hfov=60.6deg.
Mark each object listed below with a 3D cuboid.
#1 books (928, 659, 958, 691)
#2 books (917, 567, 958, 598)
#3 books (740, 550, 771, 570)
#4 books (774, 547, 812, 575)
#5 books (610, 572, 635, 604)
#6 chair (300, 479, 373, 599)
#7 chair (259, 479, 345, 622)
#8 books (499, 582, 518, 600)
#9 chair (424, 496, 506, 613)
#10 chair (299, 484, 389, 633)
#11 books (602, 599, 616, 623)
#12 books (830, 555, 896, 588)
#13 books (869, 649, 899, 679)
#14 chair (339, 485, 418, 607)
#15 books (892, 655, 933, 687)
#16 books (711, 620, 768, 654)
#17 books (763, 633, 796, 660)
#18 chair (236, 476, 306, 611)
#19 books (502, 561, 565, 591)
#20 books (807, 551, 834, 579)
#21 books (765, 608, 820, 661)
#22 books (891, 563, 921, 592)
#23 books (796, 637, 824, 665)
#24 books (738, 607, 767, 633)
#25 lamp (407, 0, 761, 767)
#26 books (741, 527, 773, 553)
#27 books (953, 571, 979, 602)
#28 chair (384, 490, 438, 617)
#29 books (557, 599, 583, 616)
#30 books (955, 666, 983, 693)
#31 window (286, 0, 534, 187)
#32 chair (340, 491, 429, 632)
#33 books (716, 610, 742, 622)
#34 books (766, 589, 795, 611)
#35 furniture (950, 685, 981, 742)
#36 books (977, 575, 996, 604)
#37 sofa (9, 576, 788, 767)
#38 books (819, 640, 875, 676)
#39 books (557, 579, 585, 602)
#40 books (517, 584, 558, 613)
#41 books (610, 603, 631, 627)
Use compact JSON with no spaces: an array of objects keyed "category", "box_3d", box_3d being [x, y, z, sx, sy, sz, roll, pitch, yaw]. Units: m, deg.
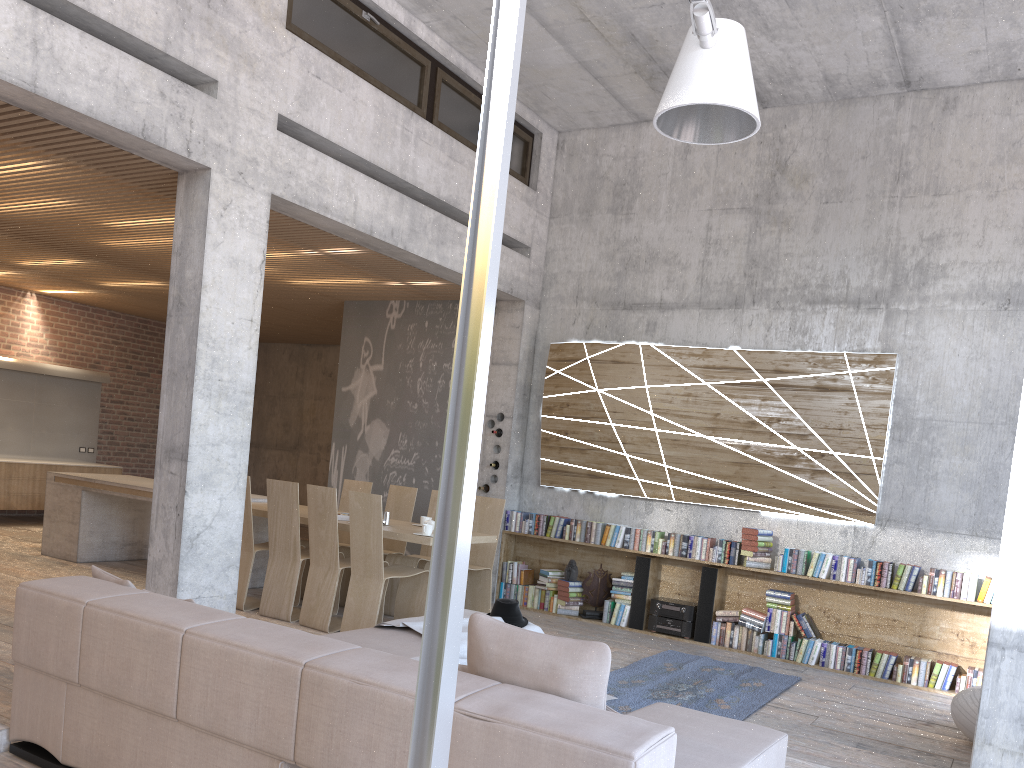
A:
[{"category":"books","box_3d":[3.646,2.465,7.418,0.198,0.229,0.190,6,0,31]},{"category":"books","box_3d":[3.594,1.671,7.402,0.276,0.221,0.210,5,-1,29]},{"category":"books","box_3d":[2.267,1.628,8.144,0.285,0.150,0.221,7,-2,-12]},{"category":"books","box_3d":[2.560,1.611,7.997,0.276,0.221,0.210,5,-1,29]},{"category":"books","box_3d":[1.152,2.062,8.878,0.249,0.324,0.219,6,1,33]},{"category":"chair","box_3d":[-1.796,1.550,8.767,0.347,1.199,0.724,7,2,25]},{"category":"chair","box_3d":[-1.827,1.455,7.729,0.346,1.199,0.724,7,2,28]},{"category":"books","box_3d":[-0.032,2.267,9.541,0.271,0.221,0.206,5,-1,31]},{"category":"chair","box_3d":[-0.452,1.630,8.077,0.346,1.199,0.725,8,2,31]},{"category":"chair","box_3d":[-1.404,1.475,7.458,0.346,1.200,0.725,8,2,36]},{"category":"books","box_3d":[1.002,2.320,8.953,0.074,0.221,0.206,8,0,31]},{"category":"books","box_3d":[3.077,1.644,7.704,0.486,0.221,0.216,4,-2,31]},{"category":"books","box_3d":[3.231,2.441,7.628,0.198,0.229,0.190,6,0,31]},{"category":"chair","box_3d":[-1.333,1.581,8.562,0.346,1.199,0.725,8,2,31]},{"category":"books","box_3d":[3.424,2.451,7.502,0.276,0.221,0.210,5,-1,29]},{"category":"books","box_3d":[2.152,2.375,8.276,0.491,0.238,0.243,4,-2,31]},{"category":"books","box_3d":[2.459,2.395,8.057,0.225,0.221,0.216,5,-1,31]},{"category":"chair","box_3d":[-2.256,1.433,7.991,0.346,1.200,0.725,8,2,36]},{"category":"books","box_3d":[0.242,2.062,9.407,0.711,0.263,0.302,3,-3,36]},{"category":"books","box_3d":[2.772,1.621,7.859,0.198,0.229,0.190,6,0,31]},{"category":"books","box_3d":[2.557,2.295,8.012,0.448,0.450,0.215,5,1,31]},{"category":"books","box_3d":[3.388,1.660,7.535,0.198,0.229,0.190,6,0,31]},{"category":"books","box_3d":[2.691,2.406,7.907,0.198,0.229,0.190,6,0,31]},{"category":"books","box_3d":[2.243,2.189,8.132,0.242,0.193,0.155,5,0,31]},{"category":"lamp","box_3d":[0.191,0.096,2.790,0.752,3.437,2.635,7,1,19]},{"category":"books","box_3d":[2.273,1.448,8.133,0.248,0.211,0.188,7,-1,-38]},{"category":"books","box_3d":[3.766,1.676,7.270,0.155,0.221,0.190,6,0,31]},{"category":"chair","box_3d":[-0.859,1.614,8.376,0.346,1.199,0.724,7,2,27]},{"category":"books","box_3d":[0.593,2.326,9.138,0.262,0.151,0.247,7,-3,-13]},{"category":"books","box_3d":[3.852,2.475,7.285,0.276,0.221,0.210,5,-1,29]},{"category":"window","box_3d":[-1.951,-2.869,5.634,0.112,0.608,8.503,8,-3,31]},{"category":"chair","box_3d":[-1.003,1.489,7.148,0.346,1.200,0.725,8,2,35]},{"category":"books","box_3d":[2.069,2.196,8.305,0.233,0.140,0.193,4,-3,32]},{"category":"books","box_3d":[2.475,1.991,8.077,0.237,0.161,0.191,5,-2,31]},{"category":"furniture","box_3d":[3.710,2.199,5.500,1.803,0.813,1.622,7,-4,-22]},{"category":"books","box_3d":[3.952,1.685,7.160,0.247,0.229,0.190,5,0,31]},{"category":"sofa","box_3d":[-0.207,1.518,4.454,2.978,0.787,3.035,3,-5,31]},{"category":"books","box_3d":[2.968,2.428,7.775,0.414,0.221,0.206,4,-1,31]},{"category":"books","box_3d":[0.616,2.150,9.116,0.248,0.211,0.188,7,-1,-38]},{"category":"books","box_3d":[0.312,2.279,9.371,0.491,0.238,0.243,4,-2,31]},{"category":"books","box_3d":[1.127,2.325,8.861,0.198,0.229,0.190,6,0,31]}]
